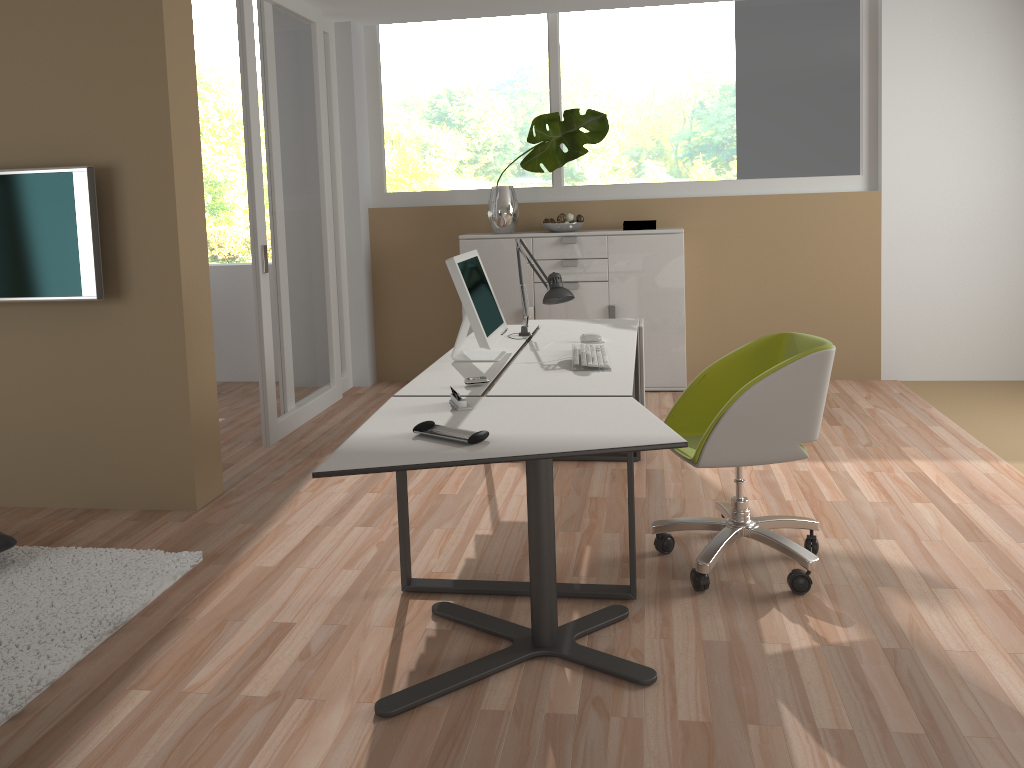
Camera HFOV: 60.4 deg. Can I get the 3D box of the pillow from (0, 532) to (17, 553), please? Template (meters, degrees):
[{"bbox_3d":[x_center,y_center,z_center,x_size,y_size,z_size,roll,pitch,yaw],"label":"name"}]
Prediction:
[{"bbox_3d":[-2.248,0.634,3.203,0.583,0.207,0.617,6,14,34],"label":"pillow"}]

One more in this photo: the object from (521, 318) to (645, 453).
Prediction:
[{"bbox_3d":[0.385,0.014,4.643,0.621,0.668,0.313,-1,6,9],"label":"object"}]

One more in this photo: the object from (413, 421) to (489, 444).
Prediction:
[{"bbox_3d":[-0.169,0.132,2.416,0.217,0.030,0.091,8,15,38],"label":"object"}]

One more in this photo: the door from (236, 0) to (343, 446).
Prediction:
[{"bbox_3d":[-1.328,-1.074,5.416,0.060,2.616,1.204,-1,6,9],"label":"door"}]

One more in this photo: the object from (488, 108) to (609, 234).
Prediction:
[{"bbox_3d":[0.249,-1.477,6.107,0.857,0.835,0.268,-1,6,6],"label":"object"}]

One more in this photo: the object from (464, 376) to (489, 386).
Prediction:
[{"bbox_3d":[-0.123,-0.011,3.077,0.084,0.021,0.048,-4,11,-12],"label":"object"}]

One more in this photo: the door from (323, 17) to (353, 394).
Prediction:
[{"bbox_3d":[-1.328,-1.152,5.783,0.045,2.616,1.204,-1,6,9],"label":"door"}]

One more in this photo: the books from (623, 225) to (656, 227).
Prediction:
[{"bbox_3d":[0.878,-1.092,6.053,0.222,0.006,0.160,0,12,9],"label":"books"}]

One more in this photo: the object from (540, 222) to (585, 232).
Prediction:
[{"bbox_3d":[0.354,-1.090,6.113,0.315,0.063,0.318,-8,13,-25],"label":"object"}]

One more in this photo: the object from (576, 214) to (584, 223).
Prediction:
[{"bbox_3d":[0.468,-1.134,6.062,0.053,0.067,0.054,0,8,17],"label":"object"}]

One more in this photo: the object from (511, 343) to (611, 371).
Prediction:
[{"bbox_3d":[0.190,-0.090,3.504,0.387,0.079,0.464,-1,12,4],"label":"object"}]

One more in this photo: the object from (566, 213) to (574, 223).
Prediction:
[{"bbox_3d":[0.397,-1.144,6.072,0.056,0.066,0.052,3,9,32],"label":"object"}]

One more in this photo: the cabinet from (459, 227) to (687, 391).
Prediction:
[{"bbox_3d":[0.428,-0.522,6.148,1.522,1.072,0.422,0,6,9],"label":"cabinet"}]

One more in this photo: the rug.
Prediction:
[{"bbox_3d":[-2.264,0.811,2.839,2.023,0.045,1.475,0,12,9],"label":"rug"}]

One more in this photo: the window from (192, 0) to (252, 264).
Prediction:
[{"bbox_3d":[-3.022,-3.687,12.368,12.075,5.891,2.102,-3,6,-8],"label":"window"}]

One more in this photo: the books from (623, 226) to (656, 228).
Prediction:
[{"bbox_3d":[0.876,-1.082,6.055,0.222,0.006,0.160,0,12,7],"label":"books"}]

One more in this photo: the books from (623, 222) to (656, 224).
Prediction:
[{"bbox_3d":[0.877,-1.109,6.054,0.222,0.007,0.160,0,12,9],"label":"books"}]

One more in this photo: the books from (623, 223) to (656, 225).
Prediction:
[{"bbox_3d":[0.878,-1.104,6.055,0.222,0.007,0.160,0,12,9],"label":"books"}]

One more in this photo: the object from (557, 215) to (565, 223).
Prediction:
[{"bbox_3d":[0.337,-1.133,6.063,0.053,0.063,0.056,-3,8,-6],"label":"object"}]

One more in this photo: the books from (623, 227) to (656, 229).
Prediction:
[{"bbox_3d":[0.878,-1.076,6.055,0.222,0.006,0.160,0,12,9],"label":"books"}]

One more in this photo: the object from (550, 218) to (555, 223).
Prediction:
[{"bbox_3d":[0.275,-1.133,6.186,0.054,0.063,0.057,-7,10,-31],"label":"object"}]

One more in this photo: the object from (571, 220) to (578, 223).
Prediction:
[{"bbox_3d":[0.428,-1.096,6.052,0.054,0.063,0.057,-4,8,-13],"label":"object"}]

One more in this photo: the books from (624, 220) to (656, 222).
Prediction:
[{"bbox_3d":[0.879,-1.119,6.051,0.222,0.006,0.160,0,12,9],"label":"books"}]

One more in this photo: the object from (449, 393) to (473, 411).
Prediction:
[{"bbox_3d":[-0.163,0.041,2.784,0.049,0.055,0.132,-4,11,-15],"label":"object"}]

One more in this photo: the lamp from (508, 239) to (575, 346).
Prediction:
[{"bbox_3d":[0.110,-0.379,3.946,0.140,0.522,0.546,-5,9,-25],"label":"lamp"}]

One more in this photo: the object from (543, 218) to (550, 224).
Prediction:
[{"bbox_3d":[0.245,-1.123,6.141,0.056,0.064,0.053,-4,8,-12],"label":"object"}]

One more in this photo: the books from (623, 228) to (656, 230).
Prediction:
[{"bbox_3d":[0.878,-1.070,6.055,0.222,0.006,0.160,0,12,9],"label":"books"}]

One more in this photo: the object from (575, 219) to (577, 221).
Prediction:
[{"bbox_3d":[0.453,-1.112,6.108,0.052,0.065,0.057,-3,8,-6],"label":"object"}]

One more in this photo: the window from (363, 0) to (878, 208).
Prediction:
[{"bbox_3d":[0.706,-2.208,6.279,3.632,1.778,0.046,0,5,9],"label":"window"}]

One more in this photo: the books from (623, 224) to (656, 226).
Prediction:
[{"bbox_3d":[0.877,-1.098,6.052,0.222,0.006,0.160,0,12,10],"label":"books"}]

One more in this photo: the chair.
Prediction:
[{"bbox_3d":[0.840,0.248,3.149,0.599,0.799,0.629,-4,8,-16],"label":"chair"}]

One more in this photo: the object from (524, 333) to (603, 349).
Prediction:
[{"bbox_3d":[0.232,-0.169,3.866,0.371,0.079,0.143,-5,11,-12],"label":"object"}]

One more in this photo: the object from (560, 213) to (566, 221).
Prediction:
[{"bbox_3d":[0.355,-1.164,6.170,0.053,0.070,0.053,0,8,15],"label":"object"}]

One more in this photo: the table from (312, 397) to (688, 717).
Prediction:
[{"bbox_3d":[0.027,0.463,2.528,0.925,0.679,0.824,-1,9,6],"label":"table"}]

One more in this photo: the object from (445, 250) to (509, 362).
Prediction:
[{"bbox_3d":[-0.140,-0.323,3.603,0.197,0.425,0.474,-1,9,9],"label":"object"}]

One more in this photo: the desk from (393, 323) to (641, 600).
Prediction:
[{"bbox_3d":[0.125,0.205,3.723,0.804,0.676,1.629,-1,11,9],"label":"desk"}]

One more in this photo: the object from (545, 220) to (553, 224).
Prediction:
[{"bbox_3d":[0.254,-1.106,6.089,0.056,0.060,0.055,-8,10,-37],"label":"object"}]

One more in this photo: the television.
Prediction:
[{"bbox_3d":[-2.366,-0.645,3.868,1.173,0.572,0.055,0,5,9],"label":"television"}]

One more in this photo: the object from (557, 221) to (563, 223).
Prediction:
[{"bbox_3d":[0.328,-1.086,6.022,0.056,0.064,0.052,1,8,22],"label":"object"}]
